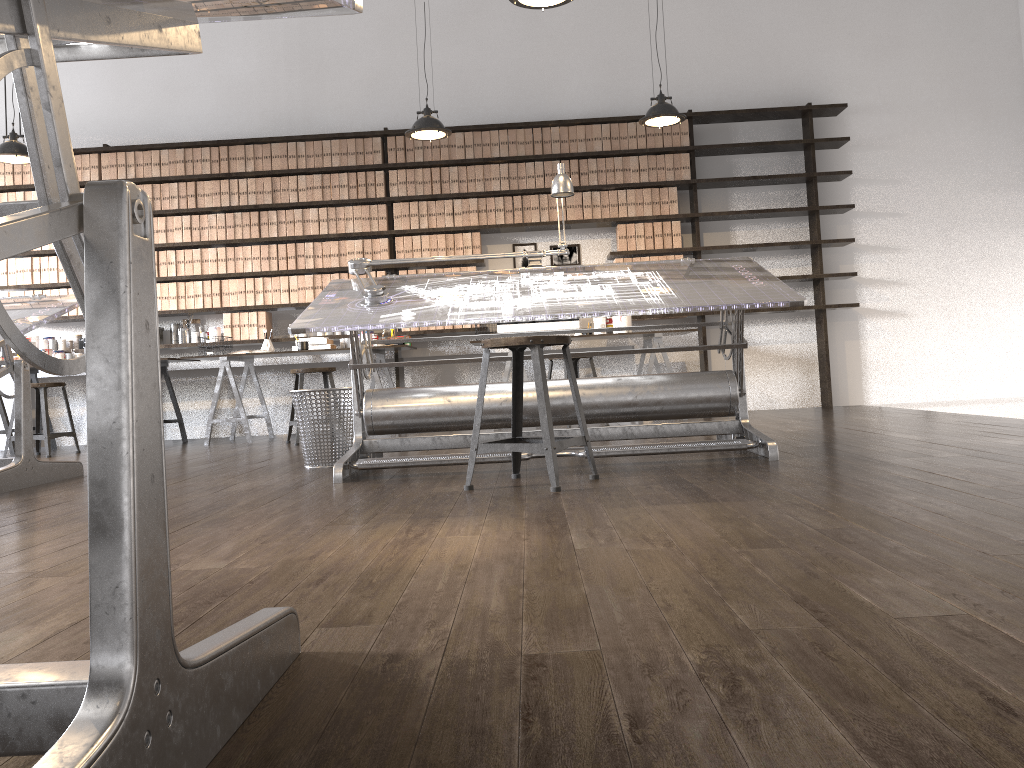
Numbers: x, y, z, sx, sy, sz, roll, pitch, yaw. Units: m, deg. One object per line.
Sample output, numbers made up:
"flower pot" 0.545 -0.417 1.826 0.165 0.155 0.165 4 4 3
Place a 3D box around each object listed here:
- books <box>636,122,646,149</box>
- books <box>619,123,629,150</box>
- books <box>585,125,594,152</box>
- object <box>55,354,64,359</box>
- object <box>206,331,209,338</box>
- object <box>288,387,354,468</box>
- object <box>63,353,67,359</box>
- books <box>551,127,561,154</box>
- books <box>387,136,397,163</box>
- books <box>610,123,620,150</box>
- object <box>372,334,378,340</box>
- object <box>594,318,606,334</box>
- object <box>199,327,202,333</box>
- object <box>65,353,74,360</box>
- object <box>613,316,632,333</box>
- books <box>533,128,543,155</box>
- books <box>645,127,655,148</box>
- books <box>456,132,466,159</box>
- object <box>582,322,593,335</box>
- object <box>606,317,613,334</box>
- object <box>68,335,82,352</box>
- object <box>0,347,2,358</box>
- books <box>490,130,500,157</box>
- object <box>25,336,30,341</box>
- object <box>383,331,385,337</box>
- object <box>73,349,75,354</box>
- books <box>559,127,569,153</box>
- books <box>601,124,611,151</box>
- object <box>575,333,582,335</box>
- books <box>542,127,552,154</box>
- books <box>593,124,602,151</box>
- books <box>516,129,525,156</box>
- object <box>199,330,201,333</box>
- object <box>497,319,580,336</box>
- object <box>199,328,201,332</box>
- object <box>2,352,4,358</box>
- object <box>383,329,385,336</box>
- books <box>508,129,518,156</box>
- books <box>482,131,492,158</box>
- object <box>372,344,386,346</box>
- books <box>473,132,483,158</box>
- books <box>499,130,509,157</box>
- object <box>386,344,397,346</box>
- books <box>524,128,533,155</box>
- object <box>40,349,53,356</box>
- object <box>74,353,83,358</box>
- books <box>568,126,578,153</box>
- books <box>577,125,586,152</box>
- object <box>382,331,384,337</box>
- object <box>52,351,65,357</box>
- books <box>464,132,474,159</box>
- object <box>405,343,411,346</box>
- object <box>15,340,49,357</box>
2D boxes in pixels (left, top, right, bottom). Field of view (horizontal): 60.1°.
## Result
"books" 1.049 -2.010 7.246 0.067 0.226 0.174 -3 -1 1
"books" 0.907 -2.003 7.256 0.067 0.226 0.174 -3 -1 1
"books" 0.632 -1.988 7.258 0.067 0.226 0.174 -3 -1 1
"object" -3.582 -0.192 7.017 0.061 0.094 0.062 -5 -2 41
"object" -2.487 -0.384 7.275 0.045 0.101 0.044 -3 -2 4
"object" -0.904 0.211 4.326 0.352 0.378 0.353 -4 -1 23
"object" -3.580 -0.193 7.079 0.045 0.101 0.044 -3 -2 1
"books" 0.357 -1.973 7.260 0.067 0.226 0.174 -3 -1 1
"books" -0.976 -1.902 7.287 0.067 0.226 0.174 -3 -1 1
"books" 0.837 -1.999 7.255 0.067 0.226 0.174 -3 -1 1
"object" -1.067 -0.331 6.921 0.049 0.112 0.049 -3 -2 5
"object" 0.682 -0.438 6.853 0.094 0.145 0.094 -4 -2 27
"object" -2.529 -0.405 7.227 0.041 0.125 0.008 -3 -3 -10
"object" -3.526 -0.195 7.059 0.062 0.093 0.063 -2 -2 -40
"object" 0.849 -0.467 6.822 0.144 0.196 0.145 -2 -2 -27
"books" 0.211 -1.965 7.262 0.067 0.226 0.174 -3 -1 1
"books" 1.121 -2.014 7.245 0.067 0.226 0.174 -3 -1 1
"books" -0.418 -1.932 7.274 0.067 0.226 0.174 -3 -1 1
"object" 0.596 -0.432 7.011 0.097 0.142 0.091 -3 -2 -19
"object" 0.769 -0.444 6.890 0.068 0.155 0.068 -2 -2 -22
"object" -3.582 -0.326 7.281 0.107 0.162 0.235 -2 -1 -33
"object" -4.073 -0.236 7.008 0.069 0.238 0.068 -3 -2 -2
"books" -0.136 -1.947 7.270 0.067 0.226 0.174 -3 -1 1
"object" -4.003 -0.325 7.304 0.050 0.140 0.051 -3 -2 -1
"object" -1.024 -0.353 6.998 0.040 0.125 0.005 -3 -3 -3
"object" -3.538 -0.215 7.136 0.029 0.134 0.004 -3 -3 -4
"books" 0.427 -1.977 7.263 0.067 0.226 0.174 -3 -1 1
"books" 0.767 -1.995 7.252 0.067 0.226 0.174 -3 -1 1
"object" 0.501 -0.372 6.698 0.059 0.028 0.106 -3 0 -2
"books" 0.286 -1.969 7.266 0.067 0.226 0.174 -3 -1 1
"books" 0.695 -1.991 7.255 0.067 0.226 0.174 -3 -1 1
"books" 0.071 -1.958 7.267 0.067 0.226 0.174 -3 -1 1
"object" -2.526 -0.393 7.207 0.035 0.103 0.004 -3 -3 -3
"object" 0.198 -0.601 6.952 0.643 0.519 0.204 -3 -2 1
"object" -2.533 -0.397 7.222 0.028 0.127 0.004 -3 -3 -1
"object" -4.072 -0.233 7.093 0.069 0.230 0.068 -3 -2 -2
"object" -1.016 -0.356 6.981 0.033 0.148 0.005 -3 -3 0
"books" 0.008 -1.954 7.264 0.067 0.226 0.174 -3 -1 1
"books" -0.206 -1.943 7.275 0.067 0.226 0.174 -3 -1 1
"object" -1.051 -0.300 6.770 0.197 0.051 0.132 -3 0 -28
"books" -0.276 -1.939 7.274 0.067 0.226 0.174 -3 -1 1
"books" -0.064 -1.951 7.265 0.067 0.226 0.174 -3 -1 1
"object" -0.941 -0.294 6.759 0.171 0.017 0.011 -3 -1 -31
"books" 0.137 -1.961 7.268 0.067 0.226 0.174 -3 -1 1
"object" -3.693 -0.205 7.006 0.105 0.142 0.104 -3 -1 -7
"object" -3.479 -0.198 7.107 0.062 0.094 0.061 -2 -2 -40
"books" 0.498 -1.981 7.262 0.067 0.226 0.174 -3 -1 1
"books" 0.565 -1.984 7.255 0.067 0.226 0.174 -3 -1 1
"object" -1.026 -0.356 6.976 0.040 0.130 0.005 -3 -3 -1
"object" -3.643 -0.202 7.112 0.095 0.128 0.094 -3 -1 5
"books" -0.346 -1.936 7.271 0.067 0.226 0.174 -3 -1 1
"object" -0.807 -0.310 6.850 0.049 0.037 0.049 -3 -1 5
"object" -3.842 -0.287 7.142 0.077 0.146 0.345 -4 0 24
